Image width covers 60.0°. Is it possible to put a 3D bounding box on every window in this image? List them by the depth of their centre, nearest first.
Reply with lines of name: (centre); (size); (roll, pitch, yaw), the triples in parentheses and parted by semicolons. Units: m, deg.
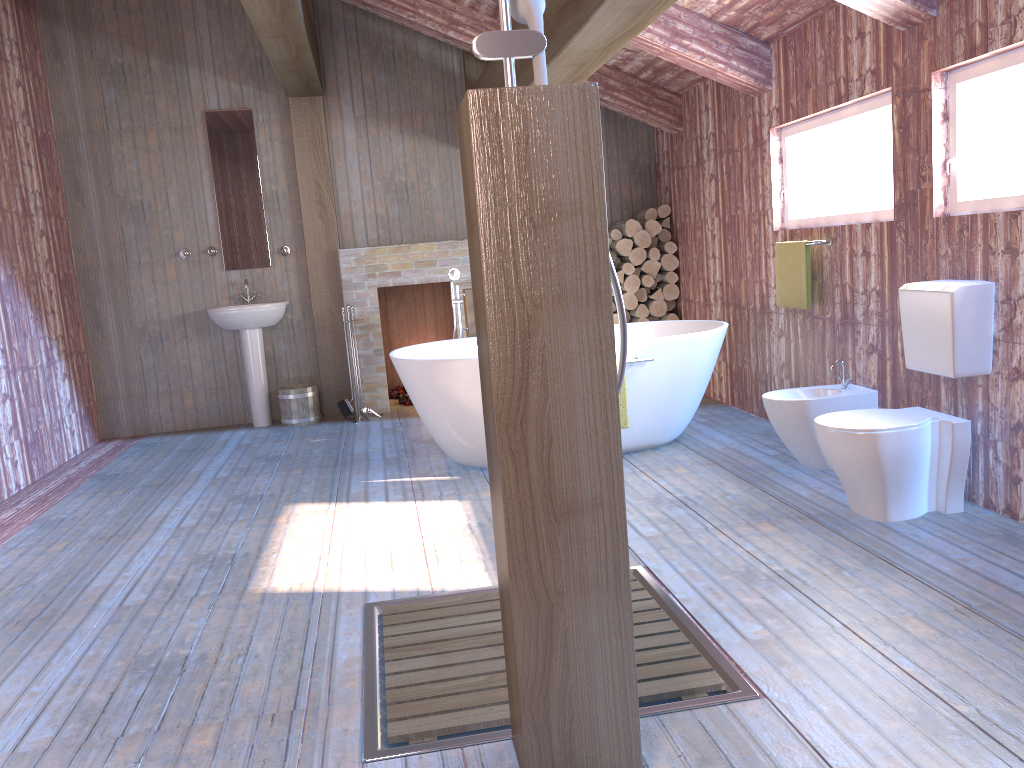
window: (1.907, -0.906, 3.046); (0.054, 0.587, 1.255); (-6, 8, -7)
window: (1.691, -1.112, 4.564); (0.054, 0.587, 1.255); (-6, 8, -7)

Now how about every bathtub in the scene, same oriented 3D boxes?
bathtub: (0.273, -0.158, 5.163); (1.935, 1.109, 1.460); (-3, 9, 14)

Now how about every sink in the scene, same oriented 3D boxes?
sink: (1.493, 0.153, 4.365); (0.515, 0.517, 0.335); (-6, 8, -7)
sink: (-1.976, -0.226, 6.768); (0.582, 1.143, 0.475); (-6, 8, -9)

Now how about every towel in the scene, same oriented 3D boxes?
towel: (0.424, 0.074, 4.634); (0.370, 0.361, 0.032); (-7, 9, -12)
towel: (1.532, -0.595, 4.841); (0.032, 0.361, 0.370); (-6, 8, -8)

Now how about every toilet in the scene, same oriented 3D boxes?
toilet: (1.500, 0.328, 3.588); (0.534, 0.400, 0.375); (-6, 8, -7)

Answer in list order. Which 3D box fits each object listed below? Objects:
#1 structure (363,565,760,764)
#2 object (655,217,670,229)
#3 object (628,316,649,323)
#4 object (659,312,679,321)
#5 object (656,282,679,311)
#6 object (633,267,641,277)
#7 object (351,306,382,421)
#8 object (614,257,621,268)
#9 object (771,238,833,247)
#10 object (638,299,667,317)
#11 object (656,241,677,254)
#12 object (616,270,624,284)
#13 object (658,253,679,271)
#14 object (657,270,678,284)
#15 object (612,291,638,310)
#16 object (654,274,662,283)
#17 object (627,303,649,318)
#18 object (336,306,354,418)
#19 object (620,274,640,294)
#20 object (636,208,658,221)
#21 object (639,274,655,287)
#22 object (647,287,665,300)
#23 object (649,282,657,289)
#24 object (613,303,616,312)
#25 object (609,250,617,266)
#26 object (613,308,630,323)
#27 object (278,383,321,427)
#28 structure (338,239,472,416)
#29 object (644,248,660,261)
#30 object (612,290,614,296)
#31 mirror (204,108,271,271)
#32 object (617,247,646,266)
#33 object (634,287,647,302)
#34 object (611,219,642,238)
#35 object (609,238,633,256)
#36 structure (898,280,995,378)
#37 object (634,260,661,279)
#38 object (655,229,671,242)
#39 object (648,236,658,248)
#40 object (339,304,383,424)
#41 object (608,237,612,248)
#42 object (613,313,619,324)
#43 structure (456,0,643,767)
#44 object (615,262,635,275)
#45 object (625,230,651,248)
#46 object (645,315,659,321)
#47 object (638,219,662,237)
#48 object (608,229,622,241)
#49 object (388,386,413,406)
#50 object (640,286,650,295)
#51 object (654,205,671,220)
structure: (0.062, 0.805, 2.669); (1.000, 0.067, 1.000); (-6, 8, -8)
object: (1.188, -1.292, 7.143); (0.081, 0.100, 0.281); (-6, 8, -8)
object: (1.009, -0.487, 7.139); (0.116, 0.117, 0.289); (-6, 8, -10)
object: (1.225, -0.519, 7.221); (0.139, 0.137, 0.455); (-6, 8, -10)
object: (1.223, -0.702, 7.184); (0.137, 0.256, 0.439); (-6, 8, -8)
object: (0.953, -0.884, 7.085); (0.095, 0.090, 0.278); (-6, 8, -7)
object: (-1.149, -0.162, 6.739); (0.206, 0.871, 0.126); (1, 10, 34)
object: (0.781, -0.993, 7.164); (0.121, 0.124, 0.291); (-6, 8, -7)
object: (1.554, -0.763, 4.816); (0.091, 0.043, 0.581); (-6, 8, -8)
object: (1.116, -0.620, 7.176); (0.137, 0.133, 0.437); (-6, 8, -10)
object: (1.206, -1.095, 7.119); (0.102, 0.109, 0.438); (-6, 8, -8)
object: (0.790, -0.847, 7.083); (0.109, 0.124, 0.424); (-6, 8, -9)
object: (1.202, -0.983, 7.137); (0.147, 0.152, 0.439); (-6, 8, -8)
object: (1.221, -0.866, 7.152); (0.102, 0.109, 0.438); (-6, 8, -8)
object: (0.872, -0.675, 7.122); (0.141, 0.143, 0.437); (-6, 8, -10)
object: (1.153, -0.865, 7.187); (0.088, 0.092, 0.280); (-6, 8, -7)
object: (0.997, -0.594, 7.128); (0.114, 0.113, 0.301); (-6, 8, -10)
object: (-1.296, -0.160, 6.728); (0.136, 0.846, 0.062); (-9, 9, -27)
object: (0.904, -0.802, 7.111); (0.136, 0.157, 0.439); (-6, 8, -7)
object: (1.076, -1.339, 7.102); (0.104, 0.121, 0.270); (-6, 8, -7)
object: (1.030, -0.836, 7.124); (0.102, 0.109, 0.438); (-6, 8, -8)
object: (1.108, -0.735, 7.152); (0.115, 0.112, 0.423); (-6, 8, -8)
object: (1.106, -0.796, 7.131); (0.067, 0.069, 0.177); (-6, 8, -8)
object: (0.752, -0.634, 7.208); (0.104, 0.127, 0.321); (-6, 8, -8)
object: (0.665, -0.994, 6.942); (0.302, 0.157, 0.121); (-6, 8, -7)
object: (0.864, -0.560, 7.236); (0.116, 0.118, 0.289); (-6, 8, -10)
object: (-1.641, 0.162, 6.848); (0.309, 0.290, 0.308); (-4, 8, 2)
structure: (-0.745, -0.452, 7.075); (1.130, 1.330, 0.226); (-6, 8, -8)
object: (1.080, -1.038, 7.105); (0.089, 0.106, 0.437); (-6, 8, -7)
object: (0.801, -0.759, 7.103); (0.085, 0.096, 0.280); (-6, 8, -7)
mirror: (-2.096, -1.484, 6.793); (0.350, 1.199, 0.009); (-6, 8, -8)
object: (0.943, -1.011, 7.089); (0.143, 0.151, 0.440); (-6, 8, -8)
object: (0.985, -0.721, 7.120); (0.111, 0.118, 0.302); (-6, 8, -9)
object: (0.910, -1.237, 7.072); (0.135, 0.139, 0.456); (-6, 8, -7)
object: (0.836, -1.092, 7.079); (0.139, 0.148, 0.458); (-6, 8, -8)
structure: (1.729, -0.227, 3.544); (0.182, 0.363, 0.358); (-6, 8, -7)
object: (1.053, -0.923, 7.147); (0.172, 0.151, 0.482); (-6, 8, -7)
object: (1.190, -1.194, 7.141); (0.107, 0.115, 0.269); (-6, 8, -7)
object: (1.079, -1.136, 7.197); (0.132, 0.119, 0.319); (-6, 8, -7)
object: (-1.233, -0.165, 6.790); (0.276, 0.888, 0.333); (1, 10, 33)
object: (0.705, -1.117, 7.135); (0.140, 0.121, 0.319); (-6, 8, -7)
object: (0.770, -0.526, 7.123); (0.098, 0.100, 0.437); (-6, 8, -10)
structure: (0.074, -0.224, 1.978); (0.328, 2.209, 0.522); (-3, 9, 12)
object: (0.872, -0.926, 7.085); (0.102, 0.109, 0.438); (-6, 8, -8)
object: (0.971, -1.150, 7.075); (0.141, 0.143, 0.437); (-6, 8, -10)
object: (1.100, -0.516, 7.282); (0.118, 0.106, 0.319); (-6, 8, -10)
object: (1.068, -1.239, 7.099); (0.133, 0.142, 0.456); (-6, 8, -7)
object: (0.801, -1.181, 7.033); (0.094, 0.097, 0.227); (-6, 8, -7)
object: (-0.696, 0.061, 7.812); (0.829, 0.085, 0.935); (-9, 9, -26)
object: (1.051, -0.754, 7.127); (0.065, 0.069, 0.177); (-6, 8, -9)
object: (1.179, -1.374, 7.115); (0.112, 0.113, 0.271); (-6, 8, -8)
